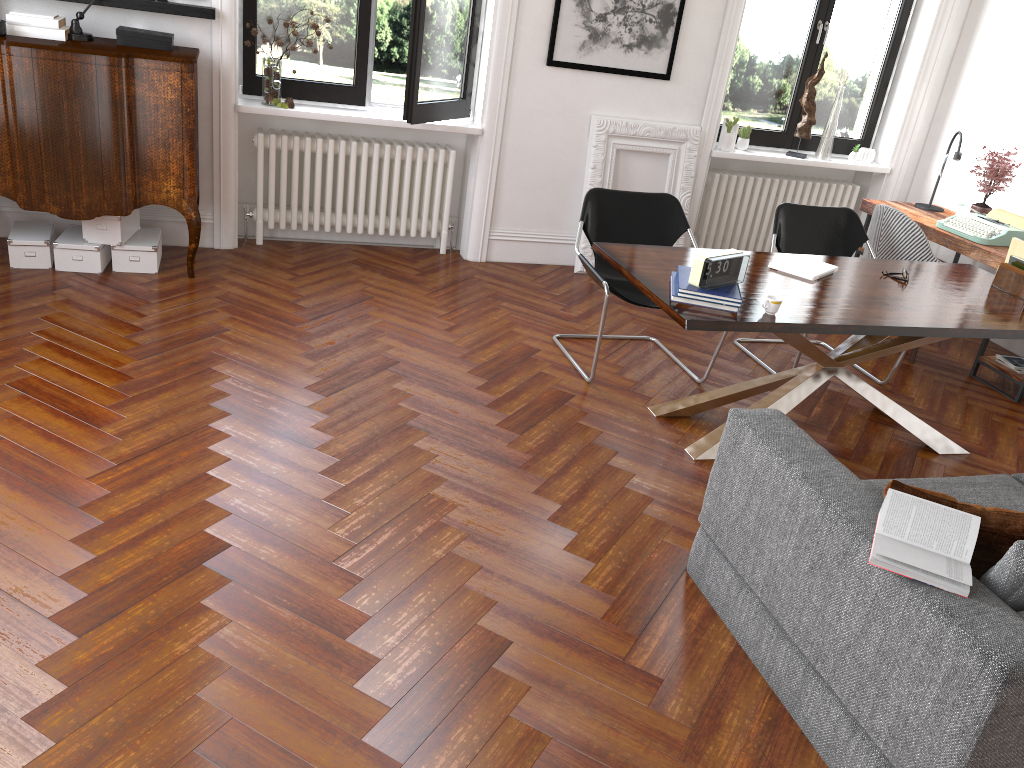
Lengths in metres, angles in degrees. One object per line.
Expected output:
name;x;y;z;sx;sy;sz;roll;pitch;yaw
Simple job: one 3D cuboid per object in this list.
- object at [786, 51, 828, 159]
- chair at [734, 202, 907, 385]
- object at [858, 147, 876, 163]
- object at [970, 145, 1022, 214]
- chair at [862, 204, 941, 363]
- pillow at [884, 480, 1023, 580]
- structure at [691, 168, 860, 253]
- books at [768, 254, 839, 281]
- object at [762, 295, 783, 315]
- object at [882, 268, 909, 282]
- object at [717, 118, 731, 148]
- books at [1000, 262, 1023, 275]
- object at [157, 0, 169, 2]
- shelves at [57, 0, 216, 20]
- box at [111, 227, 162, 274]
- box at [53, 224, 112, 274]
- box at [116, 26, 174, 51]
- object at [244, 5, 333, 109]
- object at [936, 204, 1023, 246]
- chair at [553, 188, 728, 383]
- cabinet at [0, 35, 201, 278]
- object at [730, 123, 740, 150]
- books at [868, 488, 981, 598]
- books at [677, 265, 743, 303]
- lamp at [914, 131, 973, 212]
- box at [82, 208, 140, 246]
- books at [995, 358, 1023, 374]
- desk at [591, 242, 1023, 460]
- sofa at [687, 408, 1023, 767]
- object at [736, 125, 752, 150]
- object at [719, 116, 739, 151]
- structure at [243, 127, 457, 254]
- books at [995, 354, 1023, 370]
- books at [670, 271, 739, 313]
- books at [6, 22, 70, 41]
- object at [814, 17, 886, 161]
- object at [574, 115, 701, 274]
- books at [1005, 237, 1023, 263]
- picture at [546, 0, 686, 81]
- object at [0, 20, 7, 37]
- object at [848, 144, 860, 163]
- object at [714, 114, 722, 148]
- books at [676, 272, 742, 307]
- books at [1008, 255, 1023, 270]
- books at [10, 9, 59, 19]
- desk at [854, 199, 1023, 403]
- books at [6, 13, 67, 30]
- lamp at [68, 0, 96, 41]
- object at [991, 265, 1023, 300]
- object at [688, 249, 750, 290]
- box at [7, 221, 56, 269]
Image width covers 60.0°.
object;2.186;-2.050;6.516;0.165;0.760;0.142;19;27;21
chair;1.811;-0.498;5.045;0.752;0.880;0.739;0;26;-18
object;2.764;-1.787;6.922;0.132;0.098;0.134;28;31;36
object;3.188;-1.335;5.923;0.289;0.533;0.306;20;27;23
chair;2.452;-0.657;5.590;0.547;0.907;0.711;-3;27;-24
pillow;1.241;0.438;2.474;0.469;0.400;0.328;16;26;16
structure;2.048;-1.254;7.032;1.453;0.785;0.223;0;26;-18
books;1.398;-0.559;4.242;0.230;0.026;0.324;25;29;32
object;1.025;-0.312;3.517;0.082;0.065;0.064;9;25;1
object;1.890;-0.542;4.332;0.132;0.048;0.114;24;28;30
object;1.549;-1.830;6.473;0.051;0.215;0.050;15;26;14
books;2.465;-0.504;4.346;0.028;0.126;0.219;0;26;-18
object;-1.948;-2.269;4.936;0.110;0.264;0.040;0;26;-17
shelves;-2.410;-2.113;4.819;1.515;0.056;0.154;0;26;-18
box;-2.214;-0.789;5.245;0.245;0.178;0.391;0;26;-18
box;-2.469;-0.777;5.135;0.245;0.178;0.391;2;25;-13
box;-2.009;-1.895;4.867;0.282;0.087;0.207;0;26;-18
object;-1.348;-2.028;5.481;0.540;0.604;0.316;-17;35;-43
object;3.002;-1.024;5.635;0.484;0.150;0.530;0;26;-19
chair;0.690;-0.505;4.690;0.752;0.880;0.739;0;26;-18
cabinet;-2.394;-1.257;4.926;1.266;1.228;0.635;0;26;-18
object;1.616;-1.808;6.478;0.051;0.190;0.050;15;26;14
books;1.028;0.380;2.201;0.224;0.096;0.277;18;26;20
books;0.800;-0.410;3.611;0.250;0.017;0.341;11;24;5
lamp;2.989;-1.453;6.094;0.207;0.554;0.438;10;25;4
box;-2.315;-0.948;5.130;0.209;0.178;0.391;5;25;-9
books;3.070;-0.108;5.315;0.268;0.014;0.194;0;26;-19
desk;1.525;-0.107;4.235;2.226;0.757;1.021;0;26;-18
sofa;2.090;0.592;2.899;2.645;0.836;1.251;0;26;-18
object;1.721;-1.827;6.557;0.097;0.187;0.098;10;25;3
object;1.560;-1.807;6.389;0.102;0.246;0.097;-12;32;-37
structure;-1.071;-1.274;6.043;1.453;0.785;0.223;0;26;-18
books;3.072;-0.122;5.309;0.268;0.014;0.194;5;24;-7
books;0.784;-0.380;3.636;0.264;0.027;0.344;11;24;5
books;-2.486;-1.851;4.645;0.294;0.057;0.228;0;26;-18
object;2.479;-2.174;6.515;0.296;1.062;0.287;1;26;-15
object;0.890;-1.296;6.264;0.830;1.071;0.232;0;26;-18
books;2.551;-0.564;4.369;0.043;0.241;0.307;0;26;-18
picture;0.734;-2.664;5.614;0.883;1.334;0.035;0;26;-17
object;-2.569;-1.773;4.420;0.091;0.078;0.091;-15;34;-41
object;2.626;-1.768;6.791;0.072;0.135;0.071;11;25;5
object;1.482;-1.850;6.464;0.051;0.240;0.050;15;26;14
books;0.798;-0.394;3.619;0.250;0.017;0.341;11;24;5
books;2.501;-0.542;4.387;0.041;0.158;0.127;0;26;-18
books;-2.473;-1.916;4.597;0.200;0.014;0.178;0;25;-18
desk;3.000;-0.594;5.816;0.647;0.764;1.783;0;26;-18
books;-2.479;-1.899;4.629;0.239;0.044;0.252;0;26;-18
lamp;-2.284;-2.214;4.600;0.173;0.809;0.489;25;30;32
object;2.523;-0.523;4.350;0.150;0.168;0.226;0;26;-18
object;0.836;-0.462;3.565;0.275;0.126;0.081;-14;33;-41
box;-2.742;-0.792;5.077;0.209;0.178;0.391;-2;26;-22
